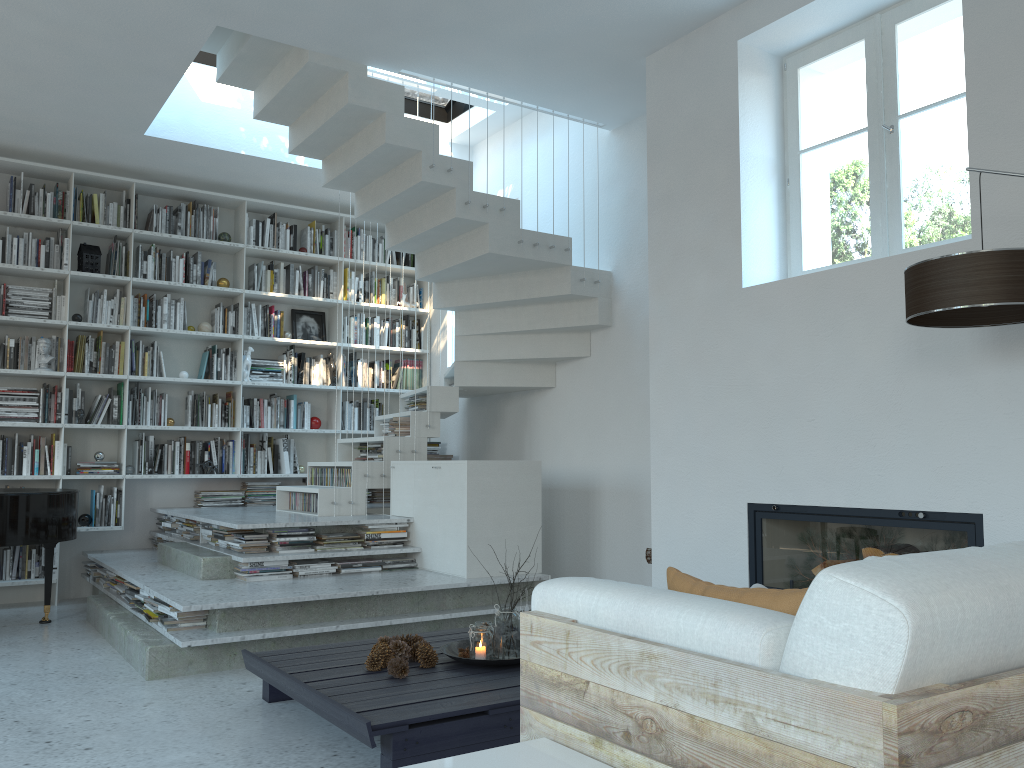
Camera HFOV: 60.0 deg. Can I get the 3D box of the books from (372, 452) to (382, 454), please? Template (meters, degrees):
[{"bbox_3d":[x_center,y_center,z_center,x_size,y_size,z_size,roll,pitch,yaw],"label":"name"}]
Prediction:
[{"bbox_3d":[-0.931,0.510,6.562,0.150,0.013,0.220,3,-6,-28],"label":"books"}]

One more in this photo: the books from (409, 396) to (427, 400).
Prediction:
[{"bbox_3d":[-0.648,0.110,6.657,0.191,0.013,0.243,2,-6,-22],"label":"books"}]

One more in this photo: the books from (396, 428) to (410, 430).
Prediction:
[{"bbox_3d":[-0.724,0.323,6.332,0.214,0.014,0.138,1,-5,-6],"label":"books"}]

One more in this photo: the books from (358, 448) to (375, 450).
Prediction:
[{"bbox_3d":[-1.056,0.495,6.749,0.160,0.009,0.208,4,-7,-37],"label":"books"}]

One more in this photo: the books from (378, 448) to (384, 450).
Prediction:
[{"bbox_3d":[-0.853,0.460,6.284,0.168,0.014,0.212,1,-5,-13],"label":"books"}]

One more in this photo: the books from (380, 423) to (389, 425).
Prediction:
[{"bbox_3d":[-0.893,0.312,6.850,0.173,0.011,0.203,4,-7,-38],"label":"books"}]

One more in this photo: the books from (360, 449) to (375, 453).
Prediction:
[{"bbox_3d":[-1.050,0.511,6.752,0.140,0.022,0.181,4,-7,-40],"label":"books"}]

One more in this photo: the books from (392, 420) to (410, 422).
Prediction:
[{"bbox_3d":[-0.724,0.266,6.339,0.254,0.005,0.161,0,-5,-1],"label":"books"}]

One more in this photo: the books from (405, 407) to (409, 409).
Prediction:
[{"bbox_3d":[-0.721,0.185,6.942,0.184,0.006,0.262,2,-5,-18],"label":"books"}]

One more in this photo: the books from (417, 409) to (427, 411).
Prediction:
[{"bbox_3d":[-0.624,0.201,6.661,0.130,0.014,0.249,2,-6,-20],"label":"books"}]

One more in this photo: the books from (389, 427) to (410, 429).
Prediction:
[{"bbox_3d":[-0.724,0.313,6.333,0.295,0.006,0.146,0,-5,1],"label":"books"}]

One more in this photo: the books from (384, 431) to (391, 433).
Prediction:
[{"bbox_3d":[-0.884,0.371,6.852,0.160,0.010,0.179,3,-6,-30],"label":"books"}]

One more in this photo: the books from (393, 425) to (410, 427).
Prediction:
[{"bbox_3d":[-0.724,0.306,6.349,0.231,0.011,0.171,0,-5,3],"label":"books"}]

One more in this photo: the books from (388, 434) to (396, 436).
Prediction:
[{"bbox_3d":[-0.813,0.384,6.607,0.184,0.016,0.128,3,-6,-26],"label":"books"}]

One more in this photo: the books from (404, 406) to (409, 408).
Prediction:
[{"bbox_3d":[-0.723,0.179,6.942,0.170,0.006,0.268,2,-6,-22],"label":"books"}]

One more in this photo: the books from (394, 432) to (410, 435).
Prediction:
[{"bbox_3d":[-0.724,0.356,6.346,0.215,0.013,0.189,0,-5,-1],"label":"books"}]

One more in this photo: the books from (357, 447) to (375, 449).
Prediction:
[{"bbox_3d":[-1.071,0.487,6.740,0.198,0.006,0.188,4,-6,-37],"label":"books"}]

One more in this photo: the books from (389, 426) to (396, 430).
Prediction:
[{"bbox_3d":[-0.792,0.324,6.575,0.178,0.035,0.222,3,-6,-29],"label":"books"}]

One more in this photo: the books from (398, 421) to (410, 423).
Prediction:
[{"bbox_3d":[-0.724,0.278,6.353,0.184,0.016,0.179,0,-5,-5],"label":"books"}]

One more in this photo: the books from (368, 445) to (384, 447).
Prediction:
[{"bbox_3d":[-0.941,0.458,6.560,0.177,0.014,0.194,4,-7,-39],"label":"books"}]

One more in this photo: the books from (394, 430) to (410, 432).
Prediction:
[{"bbox_3d":[-0.724,0.337,6.345,0.222,0.011,0.180,0,-5,-2],"label":"books"}]

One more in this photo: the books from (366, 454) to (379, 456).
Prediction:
[{"bbox_3d":[-0.941,0.522,6.555,0.184,0.013,0.225,4,-6,-36],"label":"books"}]

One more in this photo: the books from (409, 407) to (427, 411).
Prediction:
[{"bbox_3d":[-0.651,0.186,6.650,0.182,0.013,0.287,2,-5,-19],"label":"books"}]

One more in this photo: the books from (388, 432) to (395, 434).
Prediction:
[{"bbox_3d":[-0.798,0.366,6.583,0.200,0.014,0.177,3,-6,-29],"label":"books"}]

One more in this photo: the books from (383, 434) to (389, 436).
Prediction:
[{"bbox_3d":[-0.874,0.395,6.856,0.136,0.017,0.288,4,-6,-35],"label":"books"}]

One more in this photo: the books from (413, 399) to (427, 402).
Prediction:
[{"bbox_3d":[-0.631,0.131,6.663,0.144,0.011,0.257,3,-6,-26],"label":"books"}]

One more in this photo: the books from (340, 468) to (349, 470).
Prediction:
[{"bbox_3d":[-1.129,0.646,6.124,0.125,0.125,0.009,3,-5,-33],"label":"books"}]

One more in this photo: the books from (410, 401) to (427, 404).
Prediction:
[{"bbox_3d":[-0.644,0.140,6.657,0.176,0.007,0.254,2,-6,-25],"label":"books"}]

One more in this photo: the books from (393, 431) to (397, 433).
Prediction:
[{"bbox_3d":[-0.725,0.348,6.357,0.254,0.007,0.189,1,-5,-6],"label":"books"}]

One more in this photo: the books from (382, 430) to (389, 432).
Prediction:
[{"bbox_3d":[-0.876,0.360,6.858,0.145,0.012,0.297,4,-6,-34],"label":"books"}]

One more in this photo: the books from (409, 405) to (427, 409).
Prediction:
[{"bbox_3d":[-0.652,0.173,6.651,0.191,0.014,0.244,2,-6,-20],"label":"books"}]

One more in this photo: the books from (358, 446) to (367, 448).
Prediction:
[{"bbox_3d":[-1.054,0.479,6.752,0.161,0.012,0.195,4,-6,-36],"label":"books"}]

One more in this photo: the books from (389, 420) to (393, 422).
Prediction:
[{"bbox_3d":[-0.799,0.274,6.591,0.166,0.017,0.190,3,-6,-31],"label":"books"}]

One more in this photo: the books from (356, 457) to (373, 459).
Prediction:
[{"bbox_3d":[-1.059,0.563,6.742,0.158,0.009,0.216,4,-7,-40],"label":"books"}]

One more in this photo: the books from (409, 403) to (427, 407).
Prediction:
[{"bbox_3d":[-0.644,0.161,6.655,0.187,0.009,0.261,2,-6,-23],"label":"books"}]

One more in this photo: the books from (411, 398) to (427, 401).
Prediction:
[{"bbox_3d":[-0.640,0.121,6.660,0.174,0.009,0.240,2,-6,-24],"label":"books"}]

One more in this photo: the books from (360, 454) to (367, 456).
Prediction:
[{"bbox_3d":[-1.050,0.539,6.750,0.145,0.015,0.166,4,-7,-39],"label":"books"}]

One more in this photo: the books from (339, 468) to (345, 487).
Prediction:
[{"bbox_3d":[-1.134,0.647,6.132,0.125,0.125,0.010,3,-5,-33],"label":"books"}]

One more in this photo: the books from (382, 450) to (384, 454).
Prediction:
[{"bbox_3d":[-0.841,0.482,6.285,0.141,0.028,0.223,1,-5,-14],"label":"books"}]

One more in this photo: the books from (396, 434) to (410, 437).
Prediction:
[{"bbox_3d":[-0.725,0.369,6.351,0.206,0.012,0.183,1,-5,-6],"label":"books"}]

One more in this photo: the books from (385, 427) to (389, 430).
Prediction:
[{"bbox_3d":[-0.875,0.345,6.860,0.143,0.019,0.231,4,-6,-34],"label":"books"}]

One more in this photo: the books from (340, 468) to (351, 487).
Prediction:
[{"bbox_3d":[-1.124,0.646,6.118,0.125,0.125,0.007,3,-5,-33],"label":"books"}]

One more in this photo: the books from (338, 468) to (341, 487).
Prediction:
[{"bbox_3d":[-1.143,0.648,6.146,0.125,0.125,0.008,3,-5,-33],"label":"books"}]

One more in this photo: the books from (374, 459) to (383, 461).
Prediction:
[{"bbox_3d":[-0.927,0.560,6.561,0.137,0.013,0.199,3,-6,-27],"label":"books"}]

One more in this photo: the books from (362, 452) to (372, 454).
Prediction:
[{"bbox_3d":[-1.044,0.527,6.755,0.132,0.010,0.198,3,-6,-29],"label":"books"}]

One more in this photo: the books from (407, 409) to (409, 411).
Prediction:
[{"bbox_3d":[-0.721,0.201,6.941,0.166,0.018,0.264,1,-5,-14],"label":"books"}]

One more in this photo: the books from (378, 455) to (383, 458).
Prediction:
[{"bbox_3d":[-0.864,0.511,6.277,0.172,0.019,0.240,1,-5,-8],"label":"books"}]

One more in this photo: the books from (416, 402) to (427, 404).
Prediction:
[{"bbox_3d":[-0.634,0.150,6.660,0.154,0.014,0.197,2,-6,-20],"label":"books"}]

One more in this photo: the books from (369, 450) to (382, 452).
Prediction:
[{"bbox_3d":[-0.942,0.496,6.556,0.189,0.012,0.155,3,-6,-30],"label":"books"}]

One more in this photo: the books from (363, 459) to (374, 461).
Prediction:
[{"bbox_3d":[-1.037,0.582,6.755,0.130,0.014,0.188,3,-6,-33],"label":"books"}]

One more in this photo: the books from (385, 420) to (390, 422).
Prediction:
[{"bbox_3d":[-0.881,0.286,6.860,0.157,0.014,0.180,4,-6,-35],"label":"books"}]

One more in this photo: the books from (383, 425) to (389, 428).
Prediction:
[{"bbox_3d":[-0.879,0.327,6.858,0.149,0.017,0.240,4,-6,-35],"label":"books"}]

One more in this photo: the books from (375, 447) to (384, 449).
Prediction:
[{"bbox_3d":[-0.921,0.475,6.572,0.133,0.017,0.178,3,-6,-29],"label":"books"}]

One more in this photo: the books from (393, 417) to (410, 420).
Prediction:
[{"bbox_3d":[-0.724,0.252,6.348,0.234,0.025,0.157,0,-5,4],"label":"books"}]

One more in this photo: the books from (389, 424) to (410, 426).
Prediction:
[{"bbox_3d":[-0.724,0.295,6.334,0.295,0.007,0.146,0,-5,-3],"label":"books"}]

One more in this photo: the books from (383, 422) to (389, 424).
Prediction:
[{"bbox_3d":[-0.884,0.300,6.857,0.157,0.014,0.180,4,-7,-37],"label":"books"}]

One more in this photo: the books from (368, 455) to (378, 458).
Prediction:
[{"bbox_3d":[-0.941,0.537,6.554,0.175,0.016,0.207,4,-7,-39],"label":"books"}]
